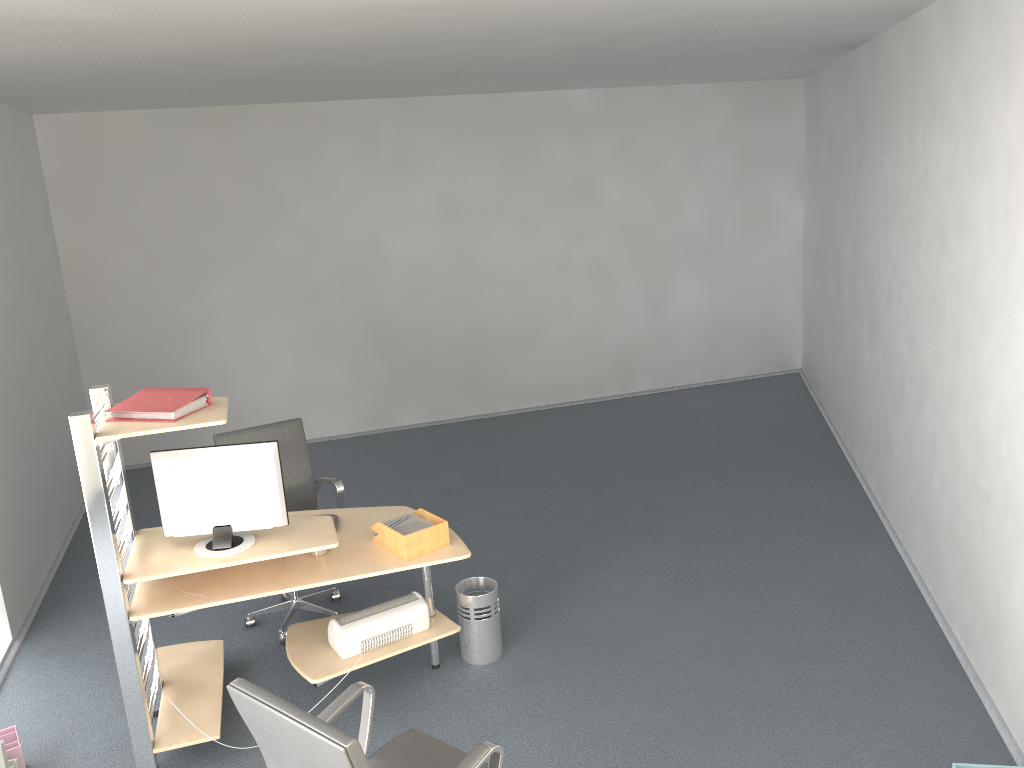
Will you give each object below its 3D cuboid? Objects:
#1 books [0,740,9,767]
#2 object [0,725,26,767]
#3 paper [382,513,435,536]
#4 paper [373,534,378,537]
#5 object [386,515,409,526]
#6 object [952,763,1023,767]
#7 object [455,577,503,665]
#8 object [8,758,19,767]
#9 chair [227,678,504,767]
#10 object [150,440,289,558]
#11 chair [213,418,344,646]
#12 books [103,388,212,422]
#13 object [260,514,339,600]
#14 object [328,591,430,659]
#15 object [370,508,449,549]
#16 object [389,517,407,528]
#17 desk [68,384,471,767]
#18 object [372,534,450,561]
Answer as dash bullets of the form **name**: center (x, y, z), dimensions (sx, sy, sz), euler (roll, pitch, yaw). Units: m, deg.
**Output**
- **books**: center (-2.067, 1.556, 3.443), dimensions (0.220, 0.306, 0.068), euler (-8, 14, -15)
- **object**: center (-2.148, 1.583, 3.650), dimensions (0.245, 0.202, 0.185), euler (-13, 16, -32)
- **paper**: center (-0.463, 0.650, 3.988), dimensions (0.210, 0.010, 0.297), euler (-14, 17, -35)
- **paper**: center (-0.460, 0.700, 4.000), dimensions (0.210, 0.019, 0.297), euler (-14, 17, -35)
- **object**: center (-0.525, 0.626, 4.066), dimensions (0.008, 0.009, 0.159), euler (7, 17, 37)
- **object**: center (1.674, 1.464, 3.064), dimensions (0.245, 0.202, 0.185), euler (-1, 14, 11)
- **object**: center (-0.161, 1.172, 4.387), dimensions (0.208, 0.377, 0.208), euler (3, 16, 27)
- **object**: center (-2.058, 1.627, 3.446), dimensions (0.245, 0.202, 0.185), euler (-8, 14, -15)
- **chair**: center (-0.349, 1.269, 2.616), dimensions (0.584, 1.048, 0.652), euler (7, 18, 39)
- **object**: center (-1.226, 0.475, 3.665), dimensions (0.516, 0.418, 0.245), euler (-2, 14, 6)
- **chair**: center (-1.220, 0.792, 4.786), dimensions (0.584, 1.048, 0.652), euler (-12, 16, -28)
- **books**: center (-1.434, 0.081, 3.596), dimensions (0.320, 0.072, 0.262), euler (0, 14, 16)
- **object**: center (-1.026, 0.775, 3.980), dimensions (0.478, 0.082, 0.814), euler (-6, 14, -8)
- **object**: center (-0.653, 1.079, 4.135), dimensions (0.438, 0.162, 0.351), euler (-12, 16, -30)
- **object**: center (-0.464, 0.634, 3.983), dimensions (0.225, 0.060, 0.309), euler (-14, 17, -35)
- **object**: center (-0.523, 0.633, 4.037), dimensions (0.008, 0.009, 0.159), euler (4, 16, 29)
- **desk**: center (-1.014, 0.684, 4.089), dimensions (1.469, 1.566, 0.967), euler (-8, 14, -15)
- **object**: center (-0.460, 0.688, 3.996), dimensions (0.225, 0.060, 0.309), euler (-14, 17, -35)
